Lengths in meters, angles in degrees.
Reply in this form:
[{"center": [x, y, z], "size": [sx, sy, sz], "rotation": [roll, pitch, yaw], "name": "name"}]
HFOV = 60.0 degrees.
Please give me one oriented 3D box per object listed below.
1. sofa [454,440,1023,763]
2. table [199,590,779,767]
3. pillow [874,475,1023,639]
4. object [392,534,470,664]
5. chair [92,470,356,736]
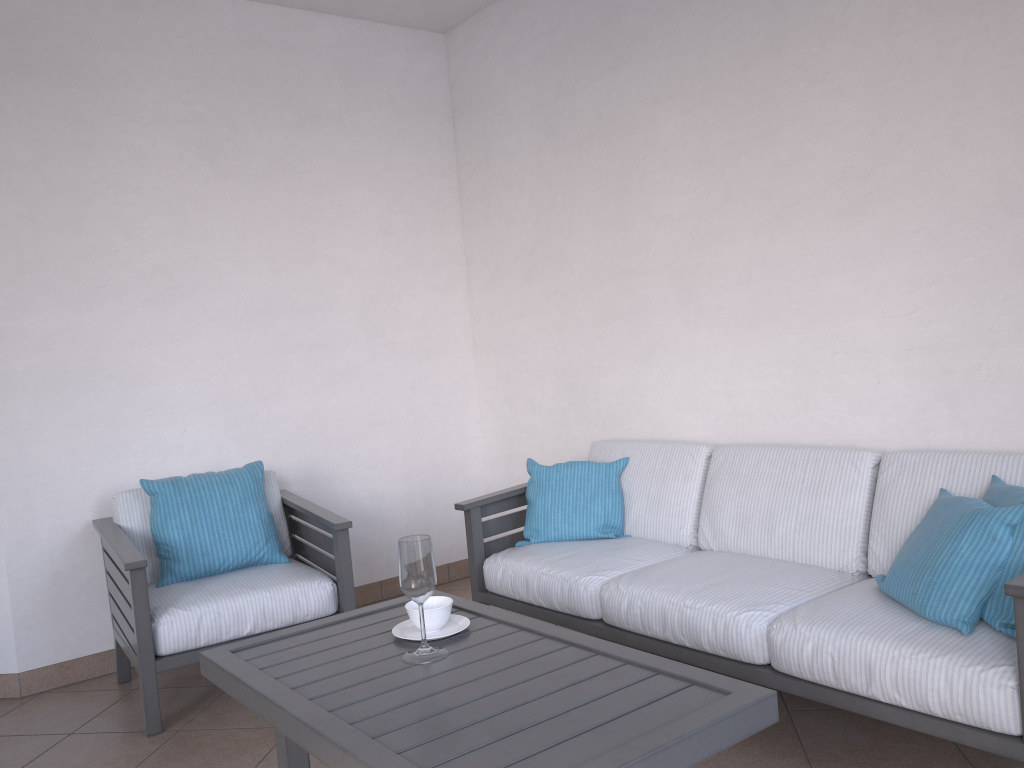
[{"center": [0.759, 0.619, 2.909], "size": [0.807, 0.765, 2.161], "rotation": [-7, 2, -37], "name": "sofa"}, {"center": [-0.127, 0.877, 2.008], "size": [0.710, 0.473, 1.260], "rotation": [-7, 2, -37], "name": "table"}, {"center": [1.171, 0.434, 2.276], "size": [0.377, 0.370, 0.543], "rotation": [-5, 2, 3], "name": "pillow"}, {"center": [-0.237, 0.505, 2.231], "size": [0.203, 0.284, 0.337], "rotation": [-5, 2, 14], "name": "object"}, {"center": [-1.130, 0.772, 3.472], "size": [0.797, 0.765, 0.807], "rotation": [-6, 2, -32], "name": "chair"}]
